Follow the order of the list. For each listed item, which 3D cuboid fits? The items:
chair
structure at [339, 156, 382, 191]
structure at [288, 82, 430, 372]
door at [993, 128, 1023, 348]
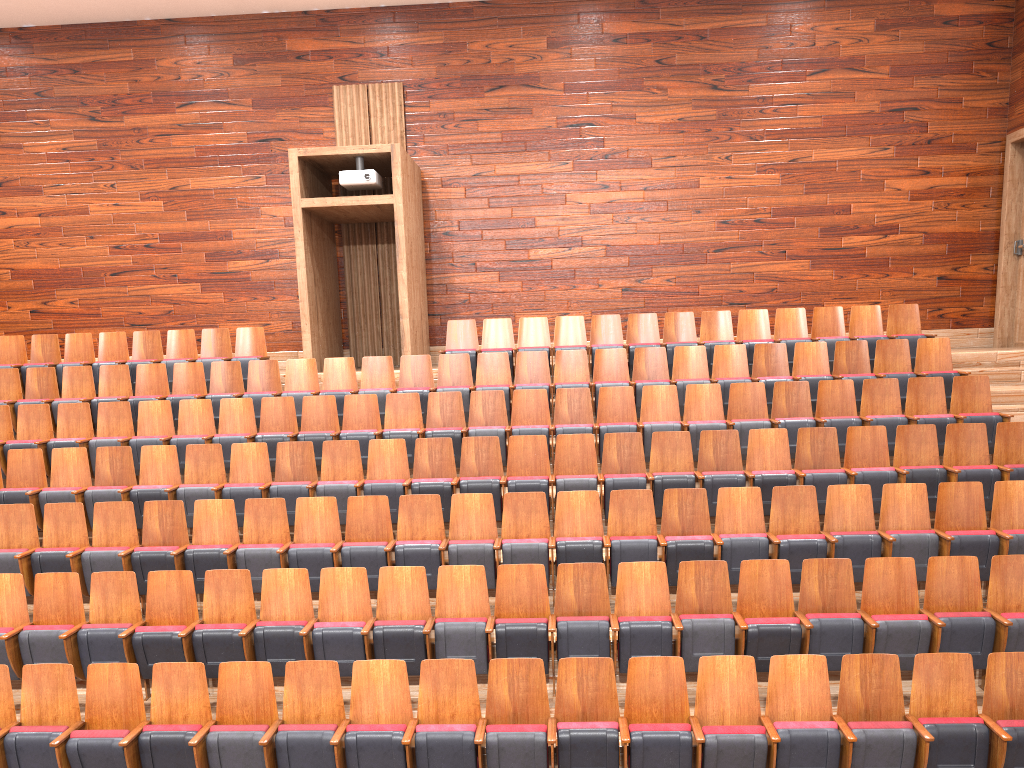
[{"bbox_3d":[-0.182,0.143,0.596,1.183,0.380,0.758,-2,4,3],"label":"chair"},{"bbox_3d":[-0.159,-0.223,0.922,0.038,0.032,0.040,-2,6,3],"label":"structure"},{"bbox_3d":[-0.167,-0.181,0.986,0.117,0.335,0.141,-1,9,3],"label":"structure"},{"bbox_3d":[0.572,-0.158,0.947,0.024,0.244,0.137,-1,8,3],"label":"door"}]
